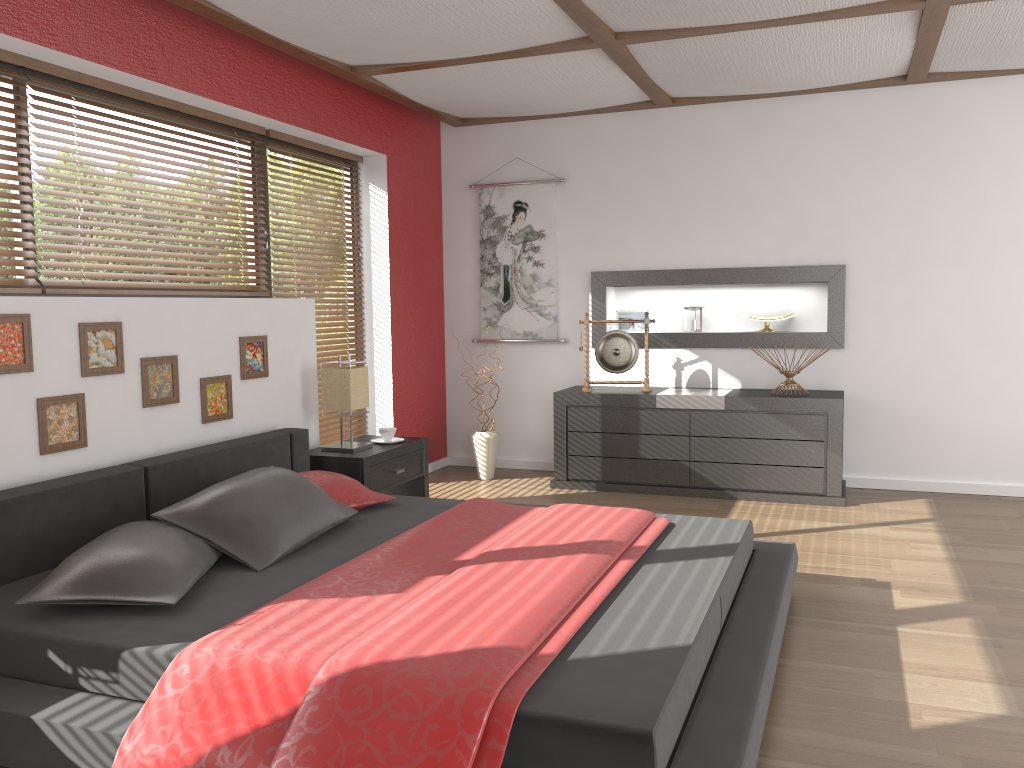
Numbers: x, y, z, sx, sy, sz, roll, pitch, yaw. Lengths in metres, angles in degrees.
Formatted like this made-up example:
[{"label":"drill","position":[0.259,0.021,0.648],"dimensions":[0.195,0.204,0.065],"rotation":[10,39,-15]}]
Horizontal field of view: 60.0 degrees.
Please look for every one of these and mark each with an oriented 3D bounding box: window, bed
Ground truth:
[{"label":"window","position":[-1.183,-0.403,5.265],"dimensions":[0.020,1.893,0.889],"rotation":[1,5,21]},{"label":"window","position":[-1.885,-0.777,3.405],"dimensions":[0.020,0.786,2.817],"rotation":[1,5,21]},{"label":"bed","position":[-0.420,0.616,2.827],"dimensions":[2.413,0.577,2.469],"rotation":[1,5,21]}]

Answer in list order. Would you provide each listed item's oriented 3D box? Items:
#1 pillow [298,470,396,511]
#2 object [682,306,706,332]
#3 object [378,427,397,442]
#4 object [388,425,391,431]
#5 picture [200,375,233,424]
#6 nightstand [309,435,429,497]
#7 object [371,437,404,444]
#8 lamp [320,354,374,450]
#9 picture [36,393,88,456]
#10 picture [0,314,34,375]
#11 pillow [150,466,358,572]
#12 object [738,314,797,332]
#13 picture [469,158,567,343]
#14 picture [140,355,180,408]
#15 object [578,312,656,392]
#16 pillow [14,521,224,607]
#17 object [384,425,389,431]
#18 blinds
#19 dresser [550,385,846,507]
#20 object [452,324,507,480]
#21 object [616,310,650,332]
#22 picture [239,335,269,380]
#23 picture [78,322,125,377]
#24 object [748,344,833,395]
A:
[{"label":"pillow","position":[-0.881,0.464,3.628],"dimensions":[0.418,0.172,0.745],"rotation":[3,6,40]},{"label":"object","position":[1.209,-0.431,5.893],"dimensions":[0.159,0.171,0.159],"rotation":[-3,5,-20]},{"label":"object","position":[-0.673,0.276,4.796],"dimensions":[0.099,0.069,0.099],"rotation":[-6,7,-44]},{"label":"object","position":[-0.660,0.238,4.783],"dimensions":[0.007,0.007,0.192],"rotation":[-2,5,-10]},{"label":"picture","position":[-1.314,0.066,3.950],"dimensions":[0.010,0.200,0.200],"rotation":[1,5,21]},{"label":"nightstand","position":[-0.771,0.536,4.708],"dimensions":[0.413,0.423,0.700],"rotation":[1,5,21]},{"label":"object","position":[-0.673,0.308,4.799],"dimensions":[0.179,0.012,0.179],"rotation":[-6,7,-44]},{"label":"lamp","position":[-0.858,0.085,4.572],"dimensions":[0.200,0.480,0.200],"rotation":[1,5,21]},{"label":"picture","position":[-1.610,0.141,3.179],"dimensions":[0.010,0.200,0.200],"rotation":[1,5,21]},{"label":"picture","position":[-1.689,-0.133,2.957],"dimensions":[0.010,0.200,0.200],"rotation":[1,5,21]},{"label":"pillow","position":[-0.893,0.449,3.202],"dimensions":[0.386,0.241,0.744],"rotation":[1,5,16]},{"label":"object","position":[1.641,-0.393,5.713],"dimensions":[0.350,0.116,0.181],"rotation":[0,5,11]},{"label":"picture","position":[0.038,-0.918,6.125],"dimensions":[0.701,1.270,0.028],"rotation":[1,5,21]},{"label":"picture","position":[-1.437,-0.012,3.625],"dimensions":[0.010,0.200,0.200],"rotation":[1,5,21]},{"label":"object","position":[0.662,-0.207,5.611],"dimensions":[0.490,0.498,0.173],"rotation":[0,5,6]},{"label":"pillow","position":[-1.156,0.543,2.761],"dimensions":[0.418,0.172,0.745],"rotation":[-1,5,-4]},{"label":"object","position":[-0.678,0.237,4.799],"dimensions":[0.007,0.007,0.192],"rotation":[-2,5,-15]},{"label":"blinds","position":[-1.815,-0.199,3.427],"dimensions":[0.032,1.952,4.840],"rotation":[1,5,21]},{"label":"dresser","position":[1.145,0.347,5.502],"dimensions":[1.740,0.608,0.540],"rotation":[1,5,21]},{"label":"object","position":[-0.205,0.123,5.834],"dimensions":[0.364,1.035,0.422],"rotation":[-1,5,-4]},{"label":"object","position":[0.819,-0.428,6.006],"dimensions":[0.226,0.146,0.041],"rotation":[-1,5,1]},{"label":"picture","position":[-1.218,-0.126,4.192],"dimensions":[0.010,0.200,0.200],"rotation":[1,5,21]},{"label":"picture","position":[-1.543,-0.133,3.340],"dimensions":[0.010,0.200,0.200],"rotation":[1,5,21]},{"label":"object","position":[1.647,-0.083,5.258],"dimensions":[0.481,0.282,0.481],"rotation":[-2,5,-13]}]
